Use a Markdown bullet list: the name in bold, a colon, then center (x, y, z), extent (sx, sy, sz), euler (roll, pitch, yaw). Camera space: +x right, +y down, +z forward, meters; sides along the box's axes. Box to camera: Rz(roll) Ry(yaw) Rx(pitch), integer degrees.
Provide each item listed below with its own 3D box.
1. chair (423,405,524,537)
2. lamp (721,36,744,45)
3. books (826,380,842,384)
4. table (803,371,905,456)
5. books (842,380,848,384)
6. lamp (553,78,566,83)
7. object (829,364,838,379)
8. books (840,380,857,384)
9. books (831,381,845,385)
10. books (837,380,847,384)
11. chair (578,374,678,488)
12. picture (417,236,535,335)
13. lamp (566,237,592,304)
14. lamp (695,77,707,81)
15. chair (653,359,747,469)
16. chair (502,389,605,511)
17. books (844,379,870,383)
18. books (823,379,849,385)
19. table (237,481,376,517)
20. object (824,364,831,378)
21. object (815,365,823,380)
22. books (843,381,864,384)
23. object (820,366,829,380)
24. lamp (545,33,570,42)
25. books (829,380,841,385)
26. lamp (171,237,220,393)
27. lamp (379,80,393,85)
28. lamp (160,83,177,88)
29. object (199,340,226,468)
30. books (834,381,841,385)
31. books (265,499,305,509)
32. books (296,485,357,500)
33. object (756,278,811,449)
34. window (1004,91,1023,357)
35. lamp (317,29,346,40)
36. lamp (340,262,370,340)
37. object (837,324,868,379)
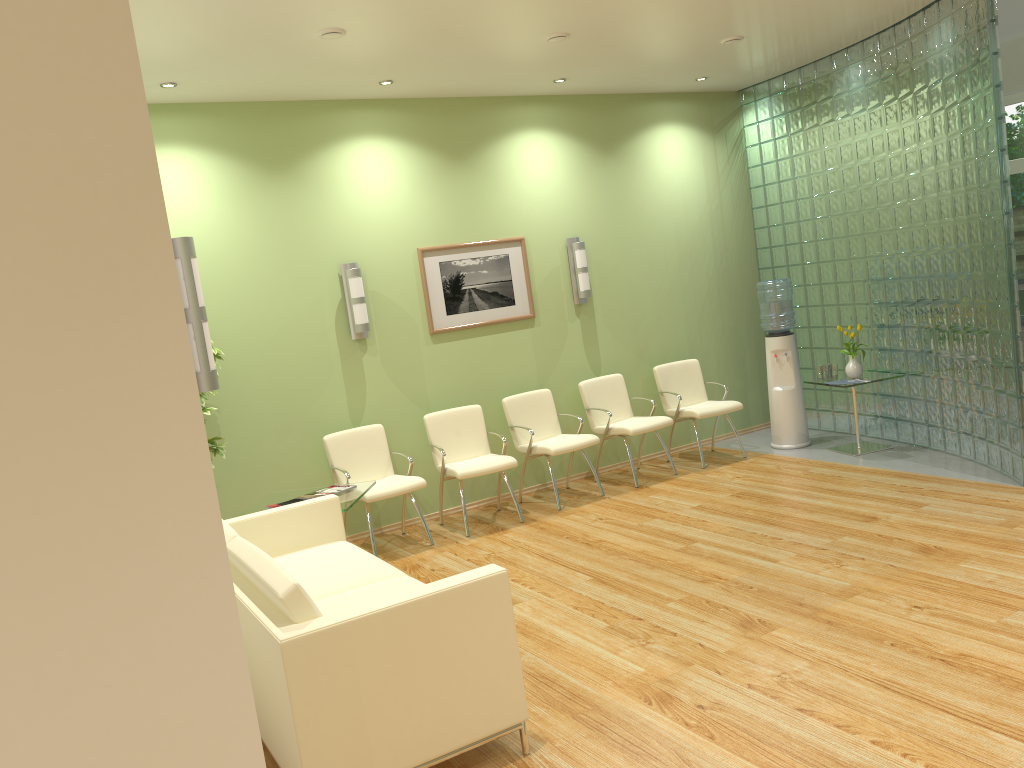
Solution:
- **chair**: center (-0.301, 0.644, 6.853), extent (0.536, 0.881, 0.650), euler (-11, 7, -24)
- **lamp**: center (1.635, -2.540, 6.577), extent (0.167, 0.024, 0.167), euler (-2, 9, 44)
- **books**: center (2.737, -0.016, 7.357), extent (0.210, 0.004, 0.150), euler (-11, 7, -24)
- **table**: center (2.924, 0.251, 7.541), extent (0.581, 0.614, 0.581), euler (-10, 7, -15)
- **books**: center (2.804, -0.019, 7.299), extent (0.150, 0.004, 0.210), euler (-6, 7, 16)
- **lamp**: center (0.383, -2.431, 7.113), extent (0.105, 0.011, 0.105), euler (-2, 8, 42)
- **object**: center (2.765, -0.107, 7.616), extent (0.071, 0.119, 0.072), euler (-11, 7, -29)
- **books**: center (2.787, -0.018, 7.306), extent (0.150, 0.004, 0.210), euler (-5, 7, 26)
- **books**: center (2.746, -0.016, 7.341), extent (0.210, 0.004, 0.150), euler (-12, 8, -34)
- **books**: center (2.772, -0.017, 7.315), extent (0.150, 0.004, 0.210), euler (-3, 8, 36)
- **chair**: center (14.978, -1.042, 2.331), extent (30.806, 0.986, 0.748), euler (-6, 7, 21)
- **picture**: center (-0.275, -0.826, 7.336), extent (1.000, 0.700, 0.025), euler (-11, 7, -29)
- **lamp**: center (0.593, -0.994, 7.754), extent (0.134, 0.580, 0.142), euler (-11, 7, -29)
- **lamp**: center (1.673, -2.692, 7.832), extent (0.105, 0.011, 0.105), euler (-2, 8, 42)
- **chair**: center (1.679, 0.243, 7.954), extent (0.536, 0.881, 0.650), euler (-11, 7, -24)
- **chair**: center (14.630, -0.971, 2.131), extent (31.281, 0.986, 0.752), euler (-6, 7, 20)
- **books**: center (2.840, -0.024, 7.295), extent (0.150, 0.004, 0.210), euler (-8, 6, -4)
- **books**: center (2.728, -0.019, 7.392), extent (0.210, 0.004, 0.150), euler (-8, 6, -4)
- **table**: center (-1.269, 1.044, 5.695), extent (0.736, 0.614, 0.736), euler (-7, 6, 6)
- **object**: center (2.746, -0.113, 7.694), extent (0.071, 0.119, 0.072), euler (-11, 7, -29)
- **object**: center (2.664, -0.100, 7.680), extent (0.071, 0.119, 0.072), euler (-11, 7, -29)
- **books**: center (2.822, -0.022, 7.296), extent (0.150, 0.004, 0.210), euler (-7, 6, 6)
- **object**: center (2.683, -0.094, 7.598), extent (0.071, 0.119, 0.072), euler (-11, 7, -29)
- **lamp**: center (0.300, -2.270, 5.833), extent (0.167, 0.024, 0.167), euler (-5, 7, 22)
- **books**: center (2.731, -0.017, 7.374), extent (0.210, 0.004, 0.150), euler (-10, 7, -14)
- **lamp**: center (-1.030, -0.210, 2.775), extent (0.142, 0.580, 0.134), euler (-11, 7, -29)
- **lamp**: center (-0.907, -2.170, 6.393), extent (0.105, 0.011, 0.105), euler (-2, 8, 42)
- **lamp**: center (-2.197, -1.909, 5.674), extent (0.105, 0.011, 0.105), euler (-8, 6, -3)
- **object**: center (-2.074, 0.503, 5.700), extent (0.668, 1.900, 0.943), euler (-10, 7, -21)
- **books**: center (2.758, -0.016, 7.327), extent (0.210, 0.004, 0.150), euler (-14, 9, -44)
- **books**: center (-1.343, 0.748, 5.504), extent (0.328, 0.031, 0.230), euler (-2, 8, 41)
- **books**: center (-1.208, 0.699, 5.777), extent (0.230, 0.031, 0.328), euler (-3, 8, 36)
- **object**: center (2.436, -0.183, 7.986), extent (0.353, 1.506, 0.353), euler (-10, 7, -22)
- **window**: center (7.142, -1.380, 6.004), extent (0.092, 3.000, 9.401), euler (-11, 7, -29)
- **lamp**: center (-1.034, -2.000, 5.089), extent (0.167, 0.024, 0.167), euler (-5, 7, 22)
- **lamp**: center (-1.185, -0.634, 6.762), extent (0.134, 0.580, 0.142), euler (-11, 7, -29)
- **object**: center (2.868, -0.278, 7.466), extent (0.219, 0.459, 0.201), euler (-8, 6, 1)
